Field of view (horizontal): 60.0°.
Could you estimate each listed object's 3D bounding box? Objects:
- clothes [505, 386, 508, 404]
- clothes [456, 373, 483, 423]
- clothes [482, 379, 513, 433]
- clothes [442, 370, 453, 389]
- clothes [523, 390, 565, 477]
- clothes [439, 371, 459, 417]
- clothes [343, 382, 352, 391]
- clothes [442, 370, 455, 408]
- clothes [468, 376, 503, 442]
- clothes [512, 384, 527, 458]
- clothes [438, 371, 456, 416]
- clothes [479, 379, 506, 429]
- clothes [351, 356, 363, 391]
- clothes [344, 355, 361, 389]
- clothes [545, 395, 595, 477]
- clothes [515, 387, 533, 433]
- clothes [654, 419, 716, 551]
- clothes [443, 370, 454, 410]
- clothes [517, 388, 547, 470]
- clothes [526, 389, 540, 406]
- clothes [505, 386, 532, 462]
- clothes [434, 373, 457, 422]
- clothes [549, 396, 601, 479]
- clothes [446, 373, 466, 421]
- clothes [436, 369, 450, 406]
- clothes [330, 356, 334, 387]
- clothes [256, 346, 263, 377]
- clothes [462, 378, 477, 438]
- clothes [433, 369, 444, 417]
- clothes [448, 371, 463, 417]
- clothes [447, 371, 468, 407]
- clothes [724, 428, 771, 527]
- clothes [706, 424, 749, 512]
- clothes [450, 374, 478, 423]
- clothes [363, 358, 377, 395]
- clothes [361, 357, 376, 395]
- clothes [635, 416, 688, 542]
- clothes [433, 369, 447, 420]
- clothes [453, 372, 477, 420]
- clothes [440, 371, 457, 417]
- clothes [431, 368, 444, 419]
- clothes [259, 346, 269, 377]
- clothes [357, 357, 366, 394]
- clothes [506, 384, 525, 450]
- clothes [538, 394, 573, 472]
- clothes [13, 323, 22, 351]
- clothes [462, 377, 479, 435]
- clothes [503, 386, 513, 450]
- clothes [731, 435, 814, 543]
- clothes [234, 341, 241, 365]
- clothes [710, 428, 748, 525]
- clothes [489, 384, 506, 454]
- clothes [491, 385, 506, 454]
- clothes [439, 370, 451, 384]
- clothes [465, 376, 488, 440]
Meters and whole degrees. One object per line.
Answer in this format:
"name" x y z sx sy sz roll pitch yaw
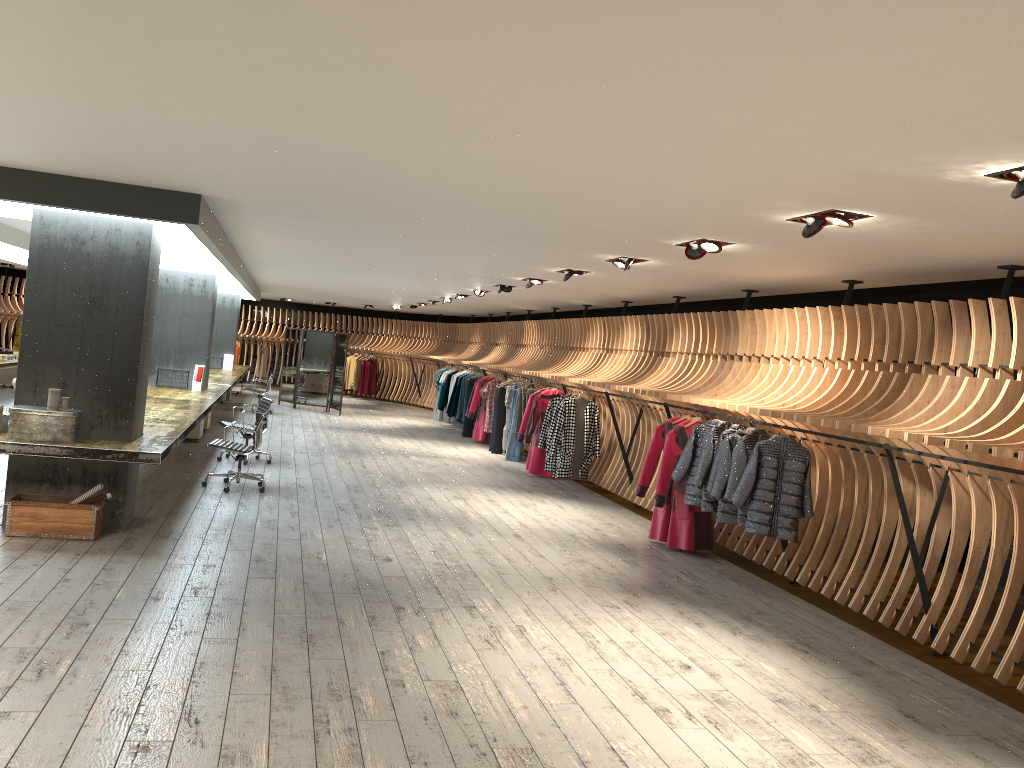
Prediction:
"clothes" -0.027 0.605 15.763 0.273 1.142 0.170 6 1 18
"clothes" -0.784 0.305 18.942 0.714 1.087 0.257 6 1 -9
"clothes" -0.237 0.429 16.644 0.759 1.030 0.179 5 1 -29
"clothes" -1.353 0.146 21.255 0.742 0.960 0.167 6 1 -21
"clothes" 0.588 0.734 13.460 0.840 1.312 0.321 6 1 15
"clothes" -1.198 0.245 20.499 0.913 1.081 0.238 6 1 -10
"clothes" -5.046 -0.333 27.102 0.127 1.128 0.443 7 1 38
"clothes" -1.309 0.147 20.847 0.734 0.937 0.164 6 1 -11
"clothes" -0.435 0.497 17.466 0.839 1.312 0.321 6 1 -5
"clothes" 0.139 0.653 15.286 0.317 1.291 0.277 7 1 39
"clothes" -1.249 0.233 20.703 0.913 1.081 0.238 6 1 -15
"clothes" -0.277 0.421 16.863 0.760 1.020 0.188 6 1 -14
"clothes" -4.586 -0.317 26.835 0.152 1.052 0.777 6 1 26
"clothes" -4.775 -0.341 26.947 0.777 1.052 0.152 6 1 -14
"clothes" 0.858 0.735 12.436 0.772 1.160 0.191 6 1 -14
"clothes" 0.220 0.446 14.850 0.278 0.767 0.263 6 1 -7
"clothes" 1.841 1.014 8.828 0.840 1.316 0.318 6 1 -7
"clothes" -1.342 0.153 21.031 0.742 0.950 0.168 5 1 -31
"clothes" 0.515 0.718 13.739 0.840 1.312 0.321 6 1 5
"clothes" 0.381 0.461 14.713 0.336 0.776 0.255 6 1 1
"clothes" 0.107 0.775 15.133 0.373 1.536 0.312 6 1 -3
"clothes" -1.577 0.355 21.871 0.677 1.434 0.204 6 1 -30
"clothes" 0.901 0.747 12.215 0.772 1.160 0.191 6 1 -24
"clothes" -0.965 0.294 19.588 0.913 1.081 0.238 6 1 -10
"clothes" -1.486 0.127 21.421 0.738 0.970 0.167 6 1 -6
"clothes" -5.563 -0.397 27.381 0.443 1.128 0.127 6 1 -17
"clothes" -7.927 -0.716 27.910 0.096 0.988 0.465 6 1 -3
"clothes" -0.717 0.562 18.479 0.539 1.352 0.087 6 1 -10
"clothes" -1.643 0.339 22.139 0.677 1.434 0.204 6 1 -25
"clothes" -1.067 0.249 20.102 0.733 1.106 0.165 6 1 -10
"clothes" -1.075 0.255 19.904 0.733 1.106 0.165 6 1 -15
"clothes" 2.097 0.805 7.636 0.529 0.856 0.234 6 1 -16
"clothes" 2.015 0.785 7.926 0.511 0.854 0.228 6 1 6
"clothes" -0.870 0.315 19.246 0.913 1.081 0.238 6 1 -15
"clothes" -4.203 -0.227 26.572 0.443 1.128 0.127 5 1 -42
"clothes" -4.269 -0.236 26.637 0.443 1.128 0.127 6 1 -17
"clothes" 1.704 0.986 9.080 0.840 1.312 0.321 6 1 15
"clothes" -1.609 0.347 22.003 0.677 1.434 0.204 6 1 0
"clothes" -0.892 0.281 19.367 0.714 1.087 0.257 6 1 -19
"clothes" -1.212 0.240 20.585 0.913 1.081 0.238 6 1 -15
"clothes" -1.679 0.331 22.275 0.677 1.434 0.204 6 1 0
"clothes" -7.807 -0.704 27.913 0.096 0.988 0.465 6 1 2
"clothes" -4.410 -0.254 26.729 0.443 1.128 0.127 5 1 -42
"clothes" 0.054 0.753 15.421 0.277 1.542 0.316 6 1 -16
"clothes" 0.773 0.717 12.715 0.773 1.160 0.191 6 1 6
"clothes" -13.690 -1.185 24.902 0.665 1.044 0.168 6 1 16
"clothes" -0.747 0.553 18.670 0.539 1.352 0.087 6 1 10
"clothes" -0.013 0.608 15.657 0.278 1.141 0.172 6 1 -7
"clothes" 2.156 0.845 7.312 0.683 0.854 0.181 7 1 29
"clothes" -8.714 -0.926 27.867 0.200 0.881 0.840 5 1 -34
"clothes" 2.048 0.819 7.755 0.585 0.854 0.211 6 1 13
"clothes" -0.124 0.697 16.163 0.539 1.352 0.087 7 1 25
"clothes" -0.057 0.710 15.970 0.539 1.352 0.087 6 1 -15
"clothes" -1.395 0.126 21.296 0.743 0.931 0.158 6 1 -10
"clothes" -0.505 0.481 17.747 0.839 1.312 0.321 6 1 -15
